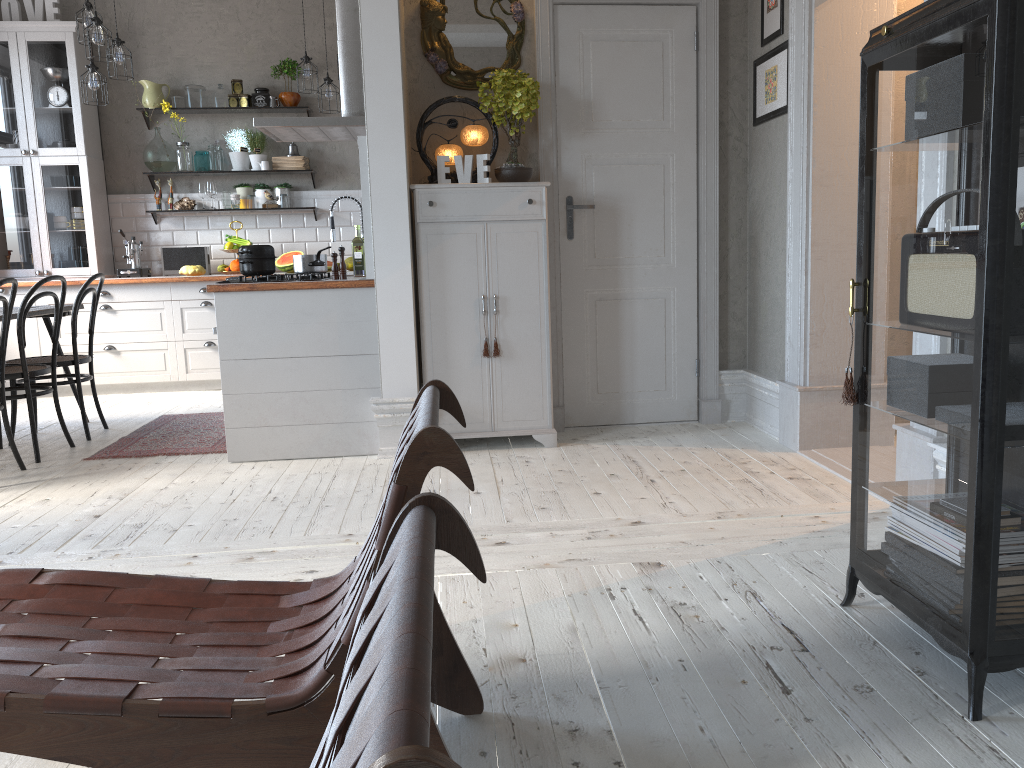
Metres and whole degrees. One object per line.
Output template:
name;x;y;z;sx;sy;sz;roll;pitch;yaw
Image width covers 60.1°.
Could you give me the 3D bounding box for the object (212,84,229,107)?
object;-2.343;-2.305;7.140;0.137;0.220;0.143;6;12;44

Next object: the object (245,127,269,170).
object;-2.056;-1.906;7.133;0.188;0.380;0.166;-10;12;-44

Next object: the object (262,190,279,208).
object;-1.955;-1.496;7.181;0.121;0.147;0.098;-8;11;-37

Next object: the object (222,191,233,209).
object;-2.289;-1.479;7.140;0.080;0.139;0.077;-7;10;-32

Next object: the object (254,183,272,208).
object;-2.037;-1.539;7.253;0.171;0.214;0.149;2;9;24

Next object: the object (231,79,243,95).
object;-2.183;-2.355;7.036;0.084;0.113;0.081;-6;9;-25

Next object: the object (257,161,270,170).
object;-1.980;-1.748;7.100;0.104;0.071;0.063;2;9;24

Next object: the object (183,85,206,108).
object;-2.514;-2.267;7.029;0.169;0.184;0.175;4;10;33

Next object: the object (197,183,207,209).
object;-2.503;-1.516;7.171;0.083;0.217;0.081;-5;9;-19

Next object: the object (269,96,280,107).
object;-1.888;-2.243;7.047;0.094;0.096;0.074;-3;8;-5

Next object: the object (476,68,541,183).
object;0.011;-1.259;4.349;0.292;0.553;0.346;3;10;29

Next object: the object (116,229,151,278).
object;-2.983;-1.018;6.924;0.206;0.370;0.351;-3;8;-5

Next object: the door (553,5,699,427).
door;0.622;-0.861;4.694;0.755;2.183;0.079;-3;9;-7

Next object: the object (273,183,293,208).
object;-1.873;-1.546;7.280;0.159;0.213;0.152;-3;9;-8

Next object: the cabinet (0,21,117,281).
cabinet;-3.644;-1.748;6.849;0.883;1.921;0.386;-3;9;-6

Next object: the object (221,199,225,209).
object;-2.324;-1.461;7.214;0.077;0.083;0.078;0;9;12

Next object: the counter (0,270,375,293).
counter;-2.350;-0.650;5.686;3.176;0.039;3.375;-2;8;-5

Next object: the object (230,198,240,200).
object;-2.217;-1.466;7.106;0.076;0.051;0.078;0;9;13

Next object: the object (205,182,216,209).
object;-2.406;-1.507;7.088;0.083;0.217;0.081;-5;9;-19

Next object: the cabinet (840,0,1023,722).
cabinet;1.038;-0.091;1.996;0.350;1.472;0.615;-3;8;-5

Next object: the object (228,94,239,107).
object;-2.214;-2.244;7.061;0.083;0.113;0.082;-3;8;-5

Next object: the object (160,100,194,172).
object;-2.635;-1.947;6.965;0.193;0.540;0.278;-4;9;-13

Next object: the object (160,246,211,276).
object;-2.599;-0.977;7.064;0.353;0.226;0.087;-3;8;-6

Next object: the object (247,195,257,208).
object;-2.106;-1.474;7.174;0.078;0.108;0.077;-4;9;-12

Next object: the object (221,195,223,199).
object;-2.325;-1.494;7.209;0.077;0.083;0.078;0;9;12

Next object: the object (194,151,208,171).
object;-2.499;-1.790;7.149;0.126;0.172;0.126;-2;8;-2

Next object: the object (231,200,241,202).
object;-2.216;-1.449;7.109;0.078;0.051;0.076;-4;9;-12

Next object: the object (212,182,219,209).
object;-2.416;-1.520;7.176;0.083;0.217;0.081;-5;9;-19

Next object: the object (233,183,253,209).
object;-2.192;-1.535;7.227;0.159;0.217;0.153;-6;9;-25

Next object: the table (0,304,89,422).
table;-2.974;0.029;4.466;0.909;0.735;1.911;-2;8;-5

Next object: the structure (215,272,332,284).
structure;-1.188;-0.545;4.527;0.498;0.031;0.603;-2;8;-5

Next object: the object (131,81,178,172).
object;-2.815;-2.013;6.978;0.341;0.674;0.331;-8;11;-36

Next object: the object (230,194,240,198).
object;-2.218;-1.492;7.102;0.078;0.051;0.076;-5;9;-19

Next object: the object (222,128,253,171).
object;-2.192;-1.895;7.171;0.243;0.354;0.236;0;9;12

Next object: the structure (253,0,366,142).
structure;-1.175;-2.323;5.328;0.716;1.596;0.708;-3;8;-5

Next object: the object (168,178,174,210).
object;-2.741;-1.524;7.125;0.052;0.264;0.062;3;10;31

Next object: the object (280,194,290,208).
object;-1.845;-1.482;7.177;0.078;0.108;0.077;-4;9;-12

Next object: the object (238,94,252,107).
object;-2.126;-2.248;7.067;0.082;0.113;0.083;-1;8;5

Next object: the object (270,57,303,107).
object;-1.776;-2.405;7.090;0.257;0.397;0.244;1;9;19

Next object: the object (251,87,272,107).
object;-2.008;-2.290;7.126;0.142;0.174;0.141;-3;8;-5

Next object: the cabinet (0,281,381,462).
cabinet;-1.896;-0.285;5.942;4.107;0.854;2.029;6;11;40

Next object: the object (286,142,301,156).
object;-1.779;-1.984;7.179;0.132;0.288;0.129;-5;9;-20

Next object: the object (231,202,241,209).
object;-2.216;-1.432;7.111;0.078;0.051;0.076;-4;9;-12

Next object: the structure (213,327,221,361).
structure;-1.149;-0.186;4.579;0.621;0.623;0.619;-3;8;-5

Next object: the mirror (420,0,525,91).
mirror;-0.194;-1.789;4.458;0.535;0.593;0.071;-3;8;-6

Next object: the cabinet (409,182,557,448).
cabinet;-0.139;-0.334;4.447;0.669;1.297;0.382;-3;8;-6

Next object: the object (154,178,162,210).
object;-2.847;-1.521;7.129;0.054;0.264;0.060;-8;10;-34

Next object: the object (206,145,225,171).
object;-2.369;-1.799;7.073;0.123;0.206;0.126;1;9;17

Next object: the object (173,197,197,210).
object;-2.634;-1.451;7.124;0.180;0.111;0.094;-6;9;-28

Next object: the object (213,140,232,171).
object;-2.358;-1.850;7.219;0.131;0.264;0.131;-2;8;0
